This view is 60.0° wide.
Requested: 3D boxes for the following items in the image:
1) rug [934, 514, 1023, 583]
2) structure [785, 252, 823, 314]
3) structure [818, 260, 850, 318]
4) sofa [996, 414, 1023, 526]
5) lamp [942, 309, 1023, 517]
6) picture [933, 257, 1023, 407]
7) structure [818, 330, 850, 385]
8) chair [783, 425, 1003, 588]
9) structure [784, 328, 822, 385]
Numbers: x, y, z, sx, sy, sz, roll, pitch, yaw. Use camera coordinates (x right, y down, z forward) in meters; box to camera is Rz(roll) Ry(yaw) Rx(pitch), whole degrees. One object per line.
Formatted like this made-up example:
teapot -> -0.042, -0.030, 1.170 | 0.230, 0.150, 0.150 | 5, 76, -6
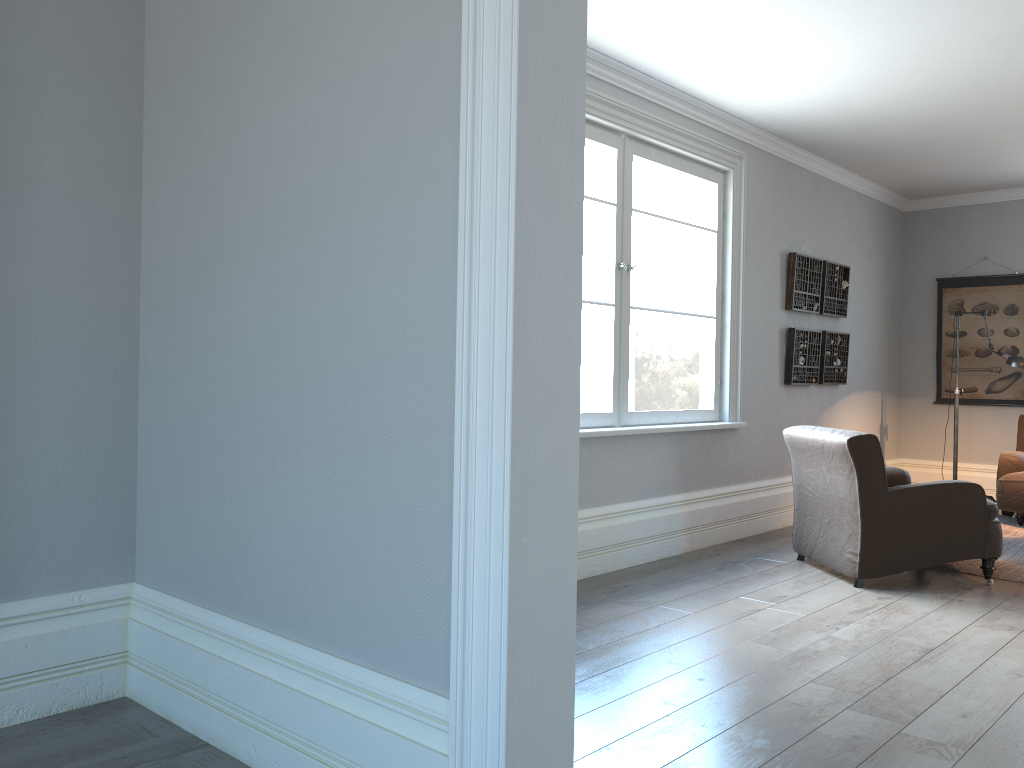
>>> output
rug -> 3.852, 1.031, 5.258 | 2.819, 0.090, 2.400 | 1, 1, 43
structure -> 2.163, -0.742, 6.590 | 0.099, 0.416, 0.468 | 1, 0, 42
structure -> 2.541, -0.740, 6.971 | 0.105, 0.416, 0.468 | 1, 0, 42
sofa -> 4.643, 0.671, 6.157 | 2.165, 0.824, 0.968 | 1, 0, 42
lamp -> 3.569, 0.242, 7.183 | 0.797, 1.644, 1.864 | 1, 0, -10
picture -> 4.129, -0.468, 7.769 | 0.793, 1.313, 0.057 | 1, 0, 42
structure -> 2.537, -0.204, 6.993 | 0.086, 0.416, 0.468 | 1, 0, 42
chair -> 2.121, 0.650, 4.942 | 0.970, 0.795, 0.807 | 1, 0, -7
structure -> 2.169, -0.200, 6.586 | 0.086, 0.416, 0.468 | 1, 0, 42
